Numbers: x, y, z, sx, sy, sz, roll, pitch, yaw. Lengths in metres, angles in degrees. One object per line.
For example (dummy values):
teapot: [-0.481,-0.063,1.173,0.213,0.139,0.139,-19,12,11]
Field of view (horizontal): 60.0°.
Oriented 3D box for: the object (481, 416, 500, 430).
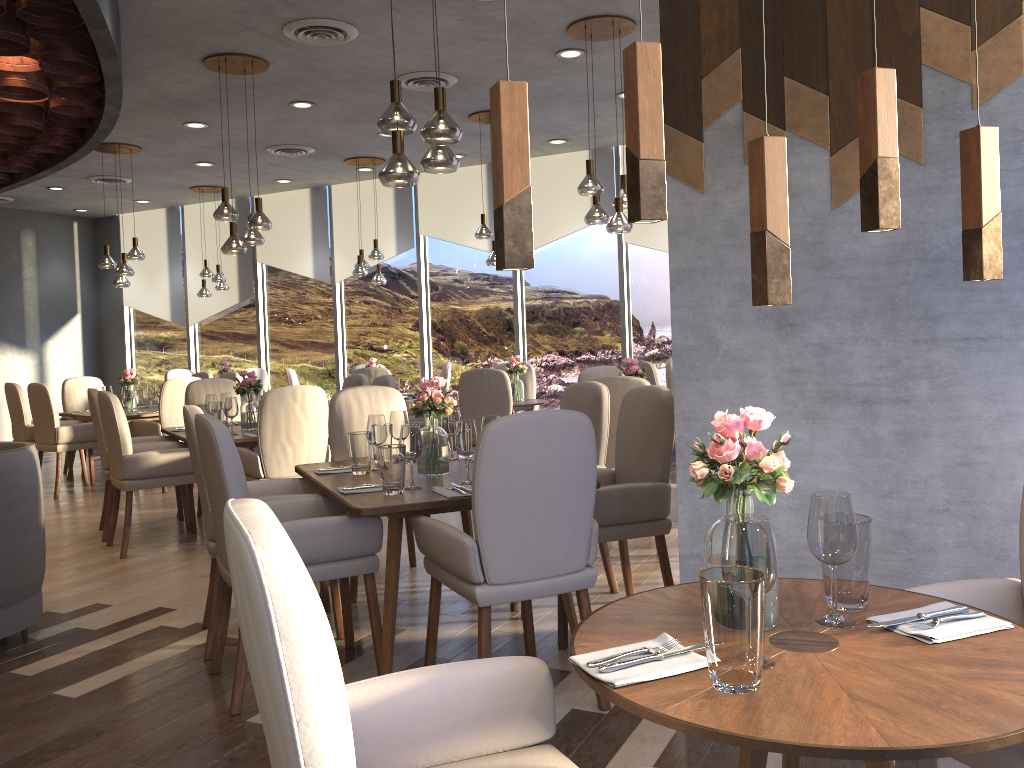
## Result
object: [-0.080,0.254,3.610,0.092,0.244,0.092,-2,1,4]

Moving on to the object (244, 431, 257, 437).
object: [-1.629,0.318,5.702,0.157,0.019,0.255,-4,3,-33]

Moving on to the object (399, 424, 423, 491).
object: [-0.382,0.277,3.366,0.092,0.244,0.092,-2,1,22]

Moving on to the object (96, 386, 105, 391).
object: [-3.980,0.148,8.571,0.092,0.244,0.092,-2,1,-4]

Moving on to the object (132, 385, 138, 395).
object: [-3.814,0.124,8.928,0.092,0.244,0.092,-2,1,17]

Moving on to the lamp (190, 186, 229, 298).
lamp: [-3.681,-1.724,10.858,0.439,1.325,0.440,-2,1,26]

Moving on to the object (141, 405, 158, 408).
object: [-3.648,0.228,8.969,0.157,0.019,0.255,0,4,42]

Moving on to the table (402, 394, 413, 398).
table: [-1.481,0.461,9.582,0.833,0.662,0.835,-1,2,25]

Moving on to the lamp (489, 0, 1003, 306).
lamp: [0.435,-1.107,1.585,1.161,1.930,0.118,-3,1,-19]

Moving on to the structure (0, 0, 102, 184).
structure: [-4.281,-1.978,5.811,2.757,0.556,9.454,-4,3,-34]

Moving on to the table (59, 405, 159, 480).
table: [-3.674,0.592,8.573,1.307,0.665,0.966,0,3,43]

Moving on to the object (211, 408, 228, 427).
object: [-1.865,0.249,5.661,0.102,0.178,0.102,-1,2,27]

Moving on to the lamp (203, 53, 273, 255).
lamp: [-1.882,-1.552,6.140,0.439,1.325,0.440,-1,1,32]

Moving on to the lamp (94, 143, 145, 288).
lamp: [-3.766,-1.602,8.515,0.439,1.325,0.439,-3,1,-25]

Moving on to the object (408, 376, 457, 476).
object: [-0.335,0.175,3.738,0.210,0.415,0.198,-2,1,4]

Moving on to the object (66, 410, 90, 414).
object: [-4.138,0.269,8.538,0.157,0.019,0.255,1,4,44]

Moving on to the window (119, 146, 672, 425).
window: [0.796,-0.981,6.422,8.063,3.197,16.130,-3,3,-19]

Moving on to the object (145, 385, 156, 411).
object: [-3.401,0.138,8.344,0.092,0.244,0.092,-1,2,43]

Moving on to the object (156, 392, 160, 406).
object: [-3.290,0.167,8.339,0.102,0.178,0.102,-4,2,-44]

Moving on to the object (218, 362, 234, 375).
object: [-3.545,-0.073,10.996,0.198,0.415,0.210,-3,2,-41]

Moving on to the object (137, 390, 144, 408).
object: [-3.802,0.151,9.037,0.102,0.178,0.102,-3,2,-42]

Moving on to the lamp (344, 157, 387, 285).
lamp: [-1.559,-1.737,9.554,0.439,1.325,0.440,-2,1,19]

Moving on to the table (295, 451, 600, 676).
table: [-0.327,0.710,3.772,0.965,0.665,1.307,-3,3,-23]

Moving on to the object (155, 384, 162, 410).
object: [-3.392,0.128,8.539,0.092,0.244,0.092,-3,1,-28]

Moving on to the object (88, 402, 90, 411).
object: [-3.992,0.187,8.463,0.102,0.178,0.102,-3,2,-30]

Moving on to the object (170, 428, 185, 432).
object: [-2.279,0.314,6.268,0.255,0.019,0.157,-4,3,-29]

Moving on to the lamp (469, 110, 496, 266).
lamp: [-0.137,-1.704,7.853,0.439,1.325,0.440,-1,1,29]

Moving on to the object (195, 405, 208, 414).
object: [-2.161,0.236,6.153,0.102,0.178,0.102,-2,2,-13]

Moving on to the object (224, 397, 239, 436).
object: [-1.822,0.210,5.760,0.092,0.244,0.092,-2,1,13]

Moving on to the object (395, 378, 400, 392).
object: [-1.281,0.024,9.755,0.102,0.178,0.102,-2,2,21]

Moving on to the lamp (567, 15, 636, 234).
lamp: [0.598,-1.622,5.695,0.439,1.325,0.440,-1,1,34]

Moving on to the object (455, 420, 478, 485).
object: [-0.174,0.266,3.439,0.092,0.244,0.092,-3,2,-43]

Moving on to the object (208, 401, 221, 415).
object: [-2.174,0.219,6.494,0.102,0.178,0.102,-3,2,-22]

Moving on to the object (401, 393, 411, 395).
object: [-1.213,0.109,9.603,0.255,0.019,0.157,-2,3,-5]

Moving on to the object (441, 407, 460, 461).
object: [-0.284,0.234,4.145,0.092,0.244,0.092,-2,1,26]

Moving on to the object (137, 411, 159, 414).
object: [-3.351,0.257,8.187,0.255,0.019,0.157,0,4,40]

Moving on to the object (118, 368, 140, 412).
object: [-3.688,0.056,8.550,0.198,0.415,0.210,-1,2,39]

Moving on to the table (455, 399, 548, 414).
table: [-0.081,0.495,7.879,0.834,0.662,0.834,-3,2,-14]

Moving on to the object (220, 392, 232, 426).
object: [-2.076,0.185,6.447,0.092,0.244,0.092,-1,2,42]

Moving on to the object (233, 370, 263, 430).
object: [-1.828,0.108,6.166,0.210,0.415,0.198,-3,1,-16]

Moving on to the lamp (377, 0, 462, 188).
lamp: [-0.403,-1.484,3.709,0.439,1.325,0.440,-2,1,12]

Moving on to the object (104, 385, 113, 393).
object: [-3.997,0.139,8.770,0.092,0.244,0.092,-3,2,-43]

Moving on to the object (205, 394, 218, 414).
object: [-2.118,0.196,6.252,0.092,0.244,0.092,-2,1,18]

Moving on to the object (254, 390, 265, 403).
object: [-1.854,0.172,6.545,0.092,0.244,0.092,-1,2,39]

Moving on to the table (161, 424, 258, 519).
table: [-1.823,0.644,6.169,0.965,0.665,1.307,-3,3,-30]

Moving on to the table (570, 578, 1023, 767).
table: [0.533,0.790,1.590,0.833,0.662,0.835,-1,2,17]

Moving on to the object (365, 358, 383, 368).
object: [-1.496,-0.077,9.578,0.198,0.415,0.210,-2,2,24]

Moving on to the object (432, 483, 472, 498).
object: [-0.200,0.388,3.278,0.157,0.019,0.255,-3,3,-23]

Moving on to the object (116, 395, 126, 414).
object: [-3.566,0.191,8.079,0.102,0.178,0.102,-2,1,0]

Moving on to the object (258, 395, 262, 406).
object: [-1.630,0.198,5.866,0.092,0.244,0.092,-2,1,-8]

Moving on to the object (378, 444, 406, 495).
object: [-0.440,0.317,3.276,0.102,0.178,0.102,-2,2,6]

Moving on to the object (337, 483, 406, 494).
object: [-0.538,0.394,3.409,0.255,0.019,0.157,-3,3,-20]

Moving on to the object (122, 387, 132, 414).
object: [-3.554,0.152,8.187,0.092,0.244,0.092,-3,2,-44]

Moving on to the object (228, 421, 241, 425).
object: [-2.055,0.288,6.615,0.157,0.019,0.255,-4,3,-28]

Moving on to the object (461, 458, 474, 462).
object: [-0.118,0.343,4.110,0.255,0.019,0.157,-3,3,-21]

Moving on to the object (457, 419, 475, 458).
object: [-0.225,0.260,4.239,0.102,0.178,0.102,-3,2,-15]
